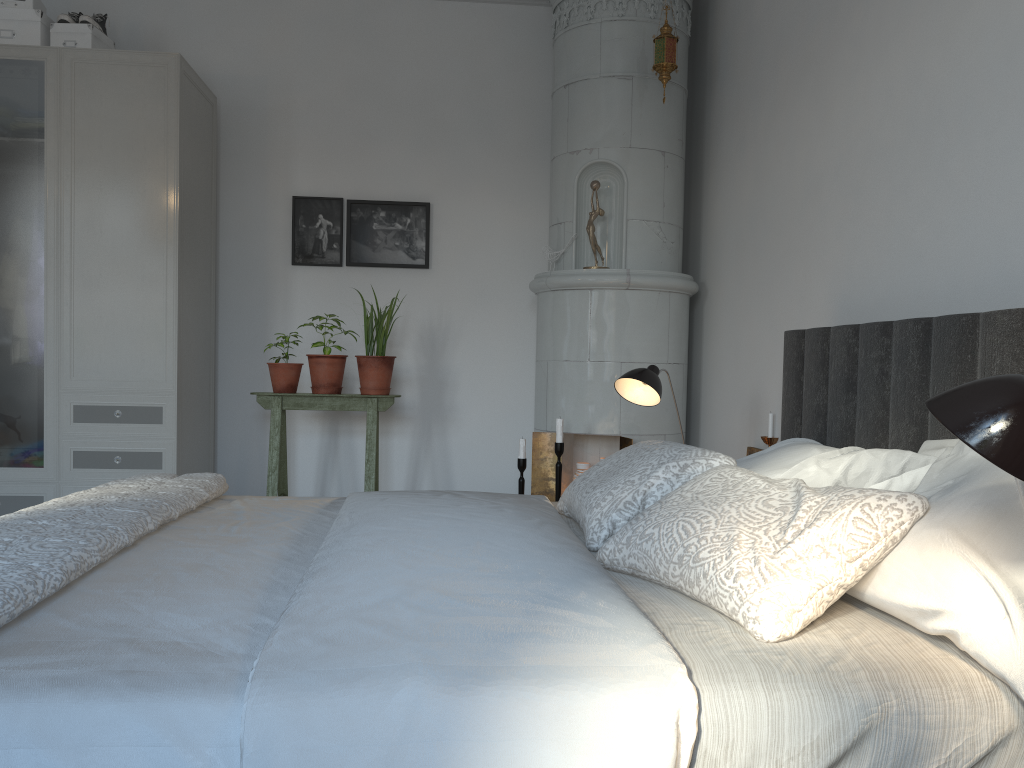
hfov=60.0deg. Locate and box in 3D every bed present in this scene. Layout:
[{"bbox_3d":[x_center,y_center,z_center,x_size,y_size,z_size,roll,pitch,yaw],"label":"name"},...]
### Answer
[{"bbox_3d":[-0.081,0.356,1.846,2.176,1.047,1.887,1,1,-5],"label":"bed"}]

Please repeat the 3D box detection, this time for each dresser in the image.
[{"bbox_3d":[-2.130,-0.304,3.929,1.432,2.164,0.630,1,2,-5],"label":"dresser"}]

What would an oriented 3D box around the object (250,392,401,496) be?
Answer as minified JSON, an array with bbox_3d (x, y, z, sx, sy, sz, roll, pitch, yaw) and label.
[{"bbox_3d":[-0.852,0.431,4.052,0.671,0.775,0.431,1,2,-5],"label":"object"}]

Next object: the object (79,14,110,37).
[{"bbox_3d":[-1.825,-1.588,3.884,0.080,0.110,0.213,1,1,2],"label":"object"}]

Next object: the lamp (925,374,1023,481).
[{"bbox_3d":[0.790,0.455,0.787,0.450,0.937,0.800,0,2,-22],"label":"lamp"}]

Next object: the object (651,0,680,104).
[{"bbox_3d":[0.642,-1.424,3.703,0.105,0.506,0.117,0,3,-31],"label":"object"}]

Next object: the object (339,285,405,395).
[{"bbox_3d":[-0.623,-0.200,4.014,0.300,0.499,0.333,1,2,-22],"label":"object"}]

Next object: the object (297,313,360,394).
[{"bbox_3d":[-0.832,-0.140,4.005,0.258,0.370,0.234,2,2,7],"label":"object"}]

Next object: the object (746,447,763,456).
[{"bbox_3d":[0.908,0.561,3.166,0.082,0.631,0.527,1,2,-5],"label":"object"}]

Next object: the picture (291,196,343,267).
[{"bbox_3d":[-0.974,-0.764,4.443,0.250,0.342,0.022,1,2,-5],"label":"picture"}]

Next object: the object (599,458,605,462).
[{"bbox_3d":[0.414,0.433,3.917,0.098,0.210,0.098,1,2,-6],"label":"object"}]

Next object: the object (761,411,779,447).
[{"bbox_3d":[0.934,0.259,3.216,0.067,0.320,0.067,3,3,44],"label":"object"}]

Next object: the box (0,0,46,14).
[{"bbox_3d":[-2.155,-1.635,3.860,0.180,0.107,0.225,1,1,-15],"label":"box"}]

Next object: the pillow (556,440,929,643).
[{"bbox_3d":[0.351,0.255,1.846,0.415,0.226,1.146,1,1,-12],"label":"pillow"}]

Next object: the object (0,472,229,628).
[{"bbox_3d":[-0.922,0.301,1.783,0.405,0.104,1.459,1,1,-5],"label":"object"}]

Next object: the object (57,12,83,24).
[{"bbox_3d":[-1.928,-1.590,3.875,0.080,0.110,0.213,1,1,-11],"label":"object"}]

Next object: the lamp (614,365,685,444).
[{"bbox_3d":[0.590,0.403,3.163,0.450,0.936,0.825,2,2,13],"label":"lamp"}]

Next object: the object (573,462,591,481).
[{"bbox_3d":[0.318,0.444,3.980,0.093,0.180,0.092,1,2,-1],"label":"object"}]

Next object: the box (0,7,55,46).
[{"bbox_3d":[-2.132,-1.483,3.858,0.281,0.199,0.285,1,2,-5],"label":"box"}]

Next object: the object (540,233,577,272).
[{"bbox_3d":[0.206,-0.582,3.956,0.196,0.165,0.059,3,2,40],"label":"object"}]

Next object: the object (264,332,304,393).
[{"bbox_3d":[-1.037,-0.098,4.009,0.194,0.278,0.176,0,2,-38],"label":"object"}]

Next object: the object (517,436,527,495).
[{"bbox_3d":[0.038,0.533,3.771,0.091,0.622,0.091,0,2,-26],"label":"object"}]

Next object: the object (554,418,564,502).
[{"bbox_3d":[0.189,0.491,3.656,0.091,0.719,0.091,1,2,4],"label":"object"}]

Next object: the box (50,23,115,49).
[{"bbox_3d":[-1.876,-1.458,3.881,0.182,0.158,0.227,1,2,0],"label":"box"}]

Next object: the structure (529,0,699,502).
[{"bbox_3d":[0.330,-0.489,3.972,0.800,2.838,1.247,3,3,40],"label":"structure"}]

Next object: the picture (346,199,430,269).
[{"bbox_3d":[-0.624,-0.754,4.467,0.415,0.329,0.037,1,2,-5],"label":"picture"}]

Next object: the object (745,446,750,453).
[{"bbox_3d":[0.901,0.301,3.419,0.023,0.127,0.024,0,2,-21],"label":"object"}]
